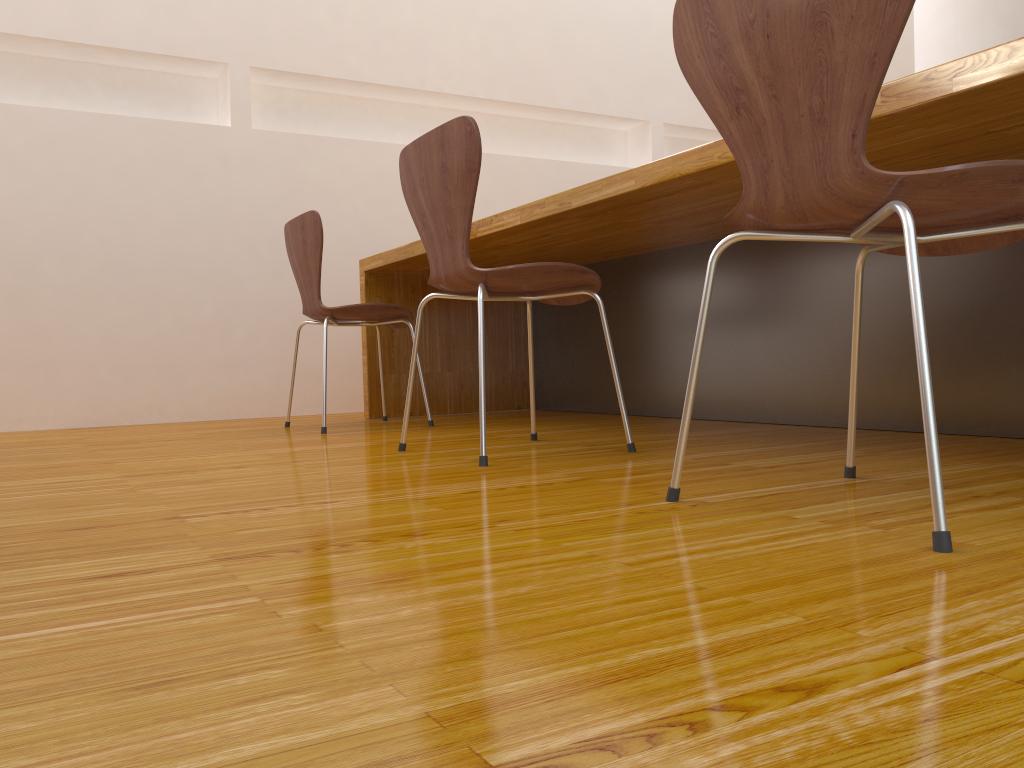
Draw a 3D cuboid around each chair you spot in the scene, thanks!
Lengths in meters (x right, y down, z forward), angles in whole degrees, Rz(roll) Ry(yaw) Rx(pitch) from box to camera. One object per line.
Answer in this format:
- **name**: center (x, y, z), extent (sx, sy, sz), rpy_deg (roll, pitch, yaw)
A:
- **chair**: center (0.469, -0.186, 1.133), extent (0.381, 0.693, 0.428), rpy_deg (-2, 2, -30)
- **chair**: center (-0.011, -0.192, 1.977), extent (0.381, 0.693, 0.428), rpy_deg (-2, 2, -30)
- **chair**: center (-0.531, -0.199, 2.969), extent (0.381, 0.693, 0.428), rpy_deg (-2, 2, -30)

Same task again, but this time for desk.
- **desk**: center (0.864, -0.100, 2.406), extent (1.527, 0.785, 3.243), rpy_deg (-2, 2, -30)
